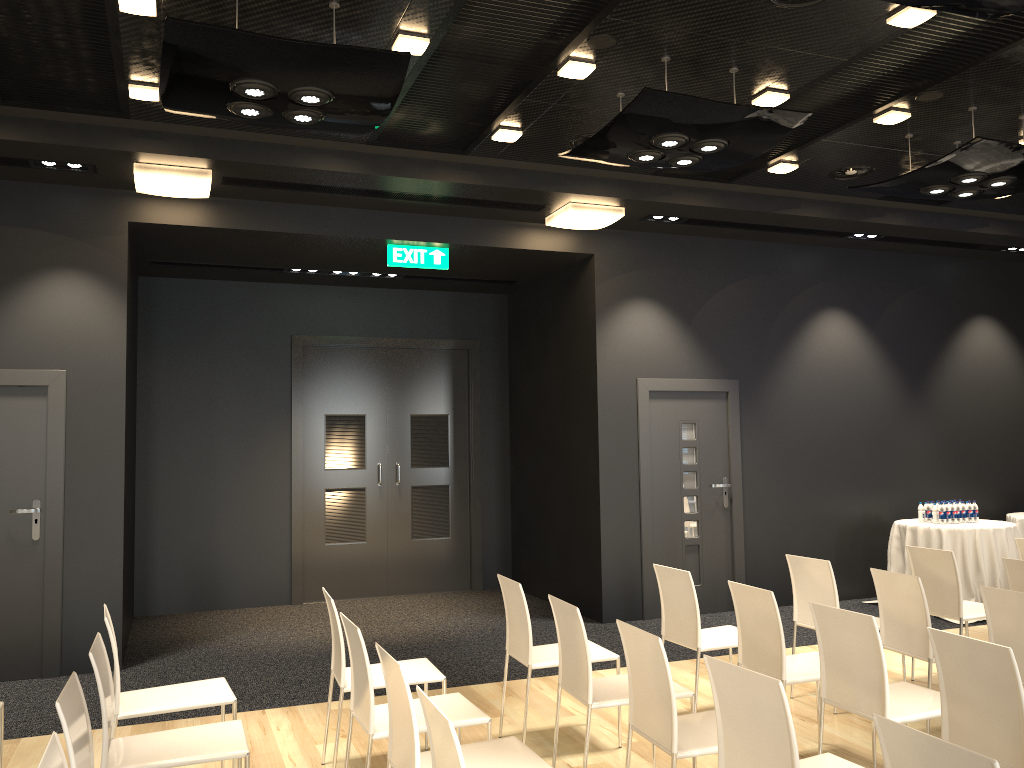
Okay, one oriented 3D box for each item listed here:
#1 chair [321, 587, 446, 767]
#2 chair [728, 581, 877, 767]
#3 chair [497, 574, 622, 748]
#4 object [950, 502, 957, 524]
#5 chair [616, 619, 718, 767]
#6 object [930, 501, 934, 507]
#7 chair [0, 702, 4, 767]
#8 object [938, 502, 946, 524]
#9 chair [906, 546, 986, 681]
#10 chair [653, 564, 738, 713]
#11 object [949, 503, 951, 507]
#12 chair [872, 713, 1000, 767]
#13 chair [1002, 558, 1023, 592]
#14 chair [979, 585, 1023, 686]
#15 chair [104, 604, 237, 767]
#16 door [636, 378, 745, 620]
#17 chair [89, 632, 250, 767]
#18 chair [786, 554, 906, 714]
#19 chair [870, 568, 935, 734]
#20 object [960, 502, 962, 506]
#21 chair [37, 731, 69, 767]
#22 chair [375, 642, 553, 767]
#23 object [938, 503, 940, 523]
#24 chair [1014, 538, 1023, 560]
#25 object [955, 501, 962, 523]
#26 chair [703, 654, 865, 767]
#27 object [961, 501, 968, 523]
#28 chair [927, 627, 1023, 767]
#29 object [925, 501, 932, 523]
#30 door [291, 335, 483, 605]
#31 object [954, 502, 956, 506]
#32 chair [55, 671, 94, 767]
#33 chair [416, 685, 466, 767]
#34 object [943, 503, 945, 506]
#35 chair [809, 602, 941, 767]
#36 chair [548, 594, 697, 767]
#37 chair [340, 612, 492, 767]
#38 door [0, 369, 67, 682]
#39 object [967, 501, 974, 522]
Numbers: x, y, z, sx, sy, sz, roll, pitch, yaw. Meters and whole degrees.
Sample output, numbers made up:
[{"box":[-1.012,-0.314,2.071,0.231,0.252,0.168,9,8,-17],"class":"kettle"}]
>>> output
[{"box":[-0.638,1.447,4.352,0.548,0.872,0.420,0,-4,-18],"class":"chair"},{"box":[1.408,1.414,4.355,0.548,0.872,0.420,0,-4,-19],"class":"chair"},{"box":[0.239,1.459,4.720,0.548,0.872,0.420,0,-4,-19],"class":"chair"},{"box":[4.122,1.202,8.294,0.062,0.202,0.062,-4,-5,33],"class":"object"},{"box":[0.732,1.359,3.408,0.548,0.872,0.420,0,-4,-18],"class":"chair"},{"box":[4.000,1.213,8.420,0.062,0.202,0.062,3,-5,-42],"class":"object"},{"box":[-2.437,1.427,3.651,0.548,0.872,0.420,1,-4,-21],"class":"chair"},{"box":[3.998,1.200,8.244,0.062,0.202,0.062,-2,-4,21],"class":"object"},{"box":[2.913,1.487,5.736,0.548,0.872,0.420,1,-4,-22],"class":"chair"},{"box":[1.142,1.467,5.045,0.548,0.872,0.420,1,-4,-23],"class":"chair"},{"box":[4.154,1.215,8.390,0.054,0.186,0.054,-3,-5,28],"class":"object"},{"box":[1.238,1.262,2.148,0.548,0.872,0.420,1,-4,-20],"class":"chair"},{"box":[3.175,1.435,5.055,0.548,0.872,0.420,1,-4,-20],"class":"chair"},{"box":[2.535,1.378,4.100,0.548,0.872,0.420,1,-4,-22],"class":"chair"},{"box":[-1.553,1.437,4.001,0.548,0.872,0.420,1,-4,-25],"class":"chair"},{"box":[1.643,1.034,8.206,1.090,2.163,0.163,1,-4,-21],"class":"door"},{"box":[-1.286,1.386,3.333,0.548,0.872,0.420,1,-4,-21],"class":"chair"},{"box":[2.016,1.477,5.392,0.548,0.872,0.420,1,-4,-24],"class":"chair"},{"box":[2.269,1.425,4.707,0.548,0.872,0.420,0,-4,-17],"class":"chair"},{"box":[4.287,1.216,8.436,0.054,0.186,0.054,0,-4,-16],"class":"object"},{"box":[-0.827,1.293,2.113,0.548,0.872,0.420,1,-4,-21],"class":"chair"},{"box":[-0.168,1.350,3.074,0.548,0.872,0.420,1,-4,-21],"class":"chair"},{"box":[4.031,1.214,8.338,0.054,0.186,0.054,-5,-5,42],"class":"object"},{"box":[3.822,1.496,6.074,0.548,0.872,0.420,1,-4,-21],"class":"chair"},{"box":[4.186,1.203,8.319,0.062,0.202,0.062,-4,-5,35],"class":"object"},{"box":[0.955,1.315,2.829,0.548,0.872,0.420,1,-4,-24],"class":"chair"},{"box":[4.249,1.203,8.345,0.062,0.202,0.062,3,-6,-45],"class":"object"},{"box":[1.855,1.324,3.164,0.548,0.872,0.420,0,-4,-18],"class":"chair"},{"box":[3.944,1.212,8.397,0.062,0.202,0.062,3,-5,-42],"class":"object"},{"box":[-1.325,0.882,9.486,2.037,2.751,0.190,1,-4,-21],"class":"door"},{"box":[4.218,1.216,8.412,0.054,0.186,0.054,0,-4,-8],"class":"object"},{"box":[-1.079,1.339,2.713,0.548,0.872,0.420,0,-4,-19],"class":"chair"},{"box":[0.040,1.305,2.478,0.548,0.872,0.420,0,-4,-19],"class":"chair"},{"box":[4.088,1.215,8.368,0.054,0.186,0.054,2,-5,-39],"class":"object"},{"box":[1.610,1.368,3.745,0.548,0.872,0.420,1,-4,-22],"class":"chair"},{"box":[0.485,1.406,4.023,0.548,0.872,0.420,0,-4,-17],"class":"chair"},{"box":[-0.411,1.396,3.679,0.548,0.872,0.420,1,-4,-22],"class":"chair"},{"box":[-3.712,0.976,6.147,1.090,2.163,0.163,1,-4,-21],"class":"door"},{"box":[4.322,1.204,8.368,0.062,0.202,0.062,-2,-4,10],"class":"object"}]
